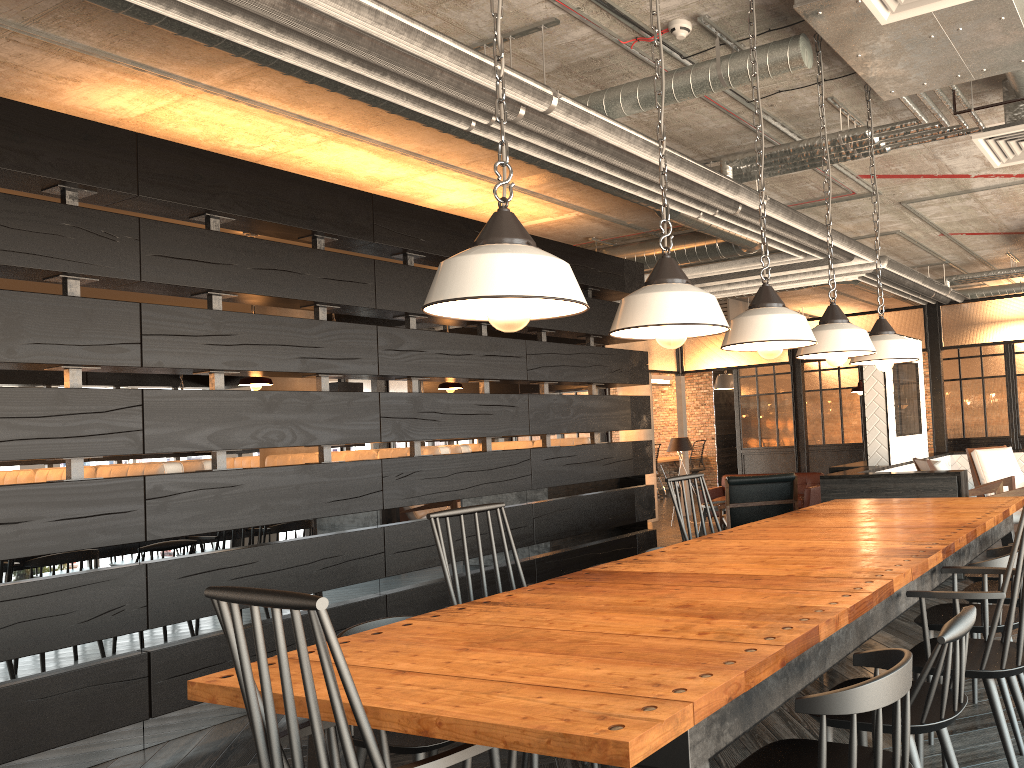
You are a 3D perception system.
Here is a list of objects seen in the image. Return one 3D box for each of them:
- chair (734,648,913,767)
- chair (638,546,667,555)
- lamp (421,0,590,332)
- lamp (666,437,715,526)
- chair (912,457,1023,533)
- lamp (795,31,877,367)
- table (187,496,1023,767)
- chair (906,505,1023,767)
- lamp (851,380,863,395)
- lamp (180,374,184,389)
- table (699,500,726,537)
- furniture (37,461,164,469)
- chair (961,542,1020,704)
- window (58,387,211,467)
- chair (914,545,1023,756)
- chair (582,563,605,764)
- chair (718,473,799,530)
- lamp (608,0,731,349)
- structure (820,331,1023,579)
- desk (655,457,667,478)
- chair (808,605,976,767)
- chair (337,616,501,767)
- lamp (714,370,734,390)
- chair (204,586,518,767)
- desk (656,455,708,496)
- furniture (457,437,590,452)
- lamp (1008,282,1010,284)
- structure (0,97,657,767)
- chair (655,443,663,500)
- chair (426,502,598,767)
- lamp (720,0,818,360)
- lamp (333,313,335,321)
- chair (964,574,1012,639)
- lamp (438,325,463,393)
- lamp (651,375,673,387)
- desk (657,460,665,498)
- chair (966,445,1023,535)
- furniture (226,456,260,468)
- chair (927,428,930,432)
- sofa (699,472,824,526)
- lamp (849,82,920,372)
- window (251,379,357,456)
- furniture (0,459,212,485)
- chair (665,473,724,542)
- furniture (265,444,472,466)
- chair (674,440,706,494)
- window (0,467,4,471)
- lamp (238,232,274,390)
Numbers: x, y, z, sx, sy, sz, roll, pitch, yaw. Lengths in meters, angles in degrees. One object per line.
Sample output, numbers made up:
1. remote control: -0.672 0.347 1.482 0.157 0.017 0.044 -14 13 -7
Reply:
1. chair: 0.700 0.983 1.876 0.387 0.736 0.428 -5 -3 35
2. chair: 0.825 1.112 3.772 0.403 0.725 0.428 -5 -3 34
3. lamp: -0.043 -0.983 1.917 0.401 1.735 0.332 -2 -2 -15
4. lamp: 2.553 1.317 11.505 0.891 1.177 0.519 -2 -3 -9
5. chair: 4.044 1.077 7.275 0.946 0.906 0.720 -3 -3 2
6. lamp: 1.400 -0.942 3.715 0.423 1.735 0.310 -1 -3 -37
7. table: 1.104 1.022 3.184 1.036 0.790 4.295 -6 -5 38
8. chair: 1.542 0.847 2.759 0.426 1.031 0.524 -4 -3 35
9. lamp: 3.512 0.026 8.352 0.233 0.171 0.191 -3 -3 0
10. lamp: -3.319 -0.179 8.355 0.215 1.049 0.173 -2 -2 -18
11. table: 2.646 1.612 10.016 0.627 0.371 0.802 -5 -4 30
12. furniture: -3.808 1.373 7.607 1.644 1.259 1.223 -5 -4 33
13. chair: 2.245 1.021 3.730 0.387 0.736 0.428 -5 -3 35
14. window: -6.022 1.075 13.200 0.214 2.871 2.853 -4 -3 39
15. chair: 1.836 1.015 3.300 0.387 0.736 0.428 -5 -3 35
16. chair: 0.526 1.090 3.292 0.387 0.736 0.428 -5 -3 35
17. chair: 2.547 1.313 8.649 0.767 0.794 1.005 -3 -3 2
18. lamp: 0.438 -0.969 2.517 0.330 1.735 0.402 -4 -3 24
19. structure: 5.076 0.456 7.910 3.448 2.112 4.236 -6 -4 35
20. desk: 2.694 1.955 17.565 0.696 0.719 1.883 -5 -4 37
21. chair: 1.083 0.998 2.340 0.403 0.725 0.428 -5 -3 34
22. chair: -0.265 1.076 2.429 0.387 0.736 0.428 -5 -3 35
23. lamp: 3.730 -0.664 14.624 0.463 1.501 0.427 -2 -2 -3
24. chair: -0.227 0.869 1.601 0.393 1.031 0.566 -5 -3 40
25. desk: 3.303 1.896 17.216 0.696 0.719 1.883 -5 -4 37
26. furniture: -0.102 1.133 7.217 1.638 1.259 0.676 -5 -3 31
27. lamp: 8.227 -0.980 13.214 0.260 0.856 3.910 -5 -4 39
28. structure: -3.062 0.481 6.104 5.314 2.738 6.271 -6 -4 35
29. chair: 2.439 1.660 15.570 0.608 1.061 0.792 -5 -3 35
30. chair: 0.033 0.944 2.913 0.426 1.031 0.524 -4 -3 35
31. lamp: 0.919 -0.956 3.116 0.423 1.735 0.309 0 -3 -44
32. lamp: -1.695 -0.817 7.866 0.378 1.501 0.513 -5 -3 43
33. chair: 2.514 1.042 4.164 0.403 0.725 0.428 -5 -3 34
34. lamp: -0.518 -0.450 6.752 0.172 1.049 0.216 -4 -3 28
35. lamp: 2.231 -0.400 16.646 0.260 0.856 3.910 -5 -4 39
36. desk: 2.123 1.862 15.747 0.696 0.719 1.883 -5 -4 37
37. chair: 5.223 1.102 8.617 0.792 0.905 0.853 -2 -3 -14
38. furniture: -2.852 1.400 8.798 1.646 1.259 0.663 -5 -3 31
39. chair: 7.196 1.349 15.017 0.608 1.061 0.792 -5 -3 35
40. sofa: 3.302 1.502 10.866 1.411 0.636 0.769 -5 -4 32
41. lamp: 1.881 -0.929 4.314 0.423 1.735 0.310 -1 -3 -37
42. window: -4.004 1.132 15.715 0.214 2.871 2.853 -4 -3 39
43. furniture: -2.261 1.073 4.527 1.636 1.259 1.223 -5 -4 33
44. chair: 1.103 0.974 4.246 0.426 1.031 0.524 -4 -3 35
45. furniture: -1.054 1.107 6.031 1.636 1.259 1.223 -5 -4 33
46. chair: 3.633 1.693 17.057 0.608 1.061 0.792 -5 -3 35
47. window: -8.036 1.018 10.691 0.214 2.871 2.853 -4 -3 39
48. lamp: -1.656 -0.482 5.334 0.164 1.049 0.223 -5 -3 43
